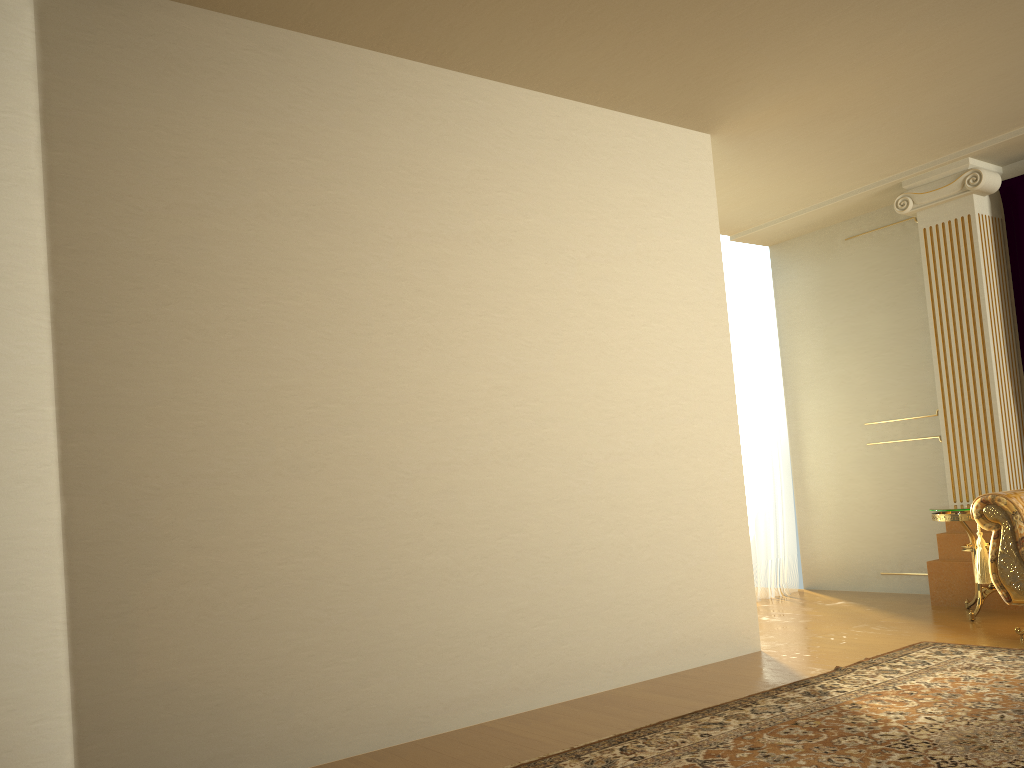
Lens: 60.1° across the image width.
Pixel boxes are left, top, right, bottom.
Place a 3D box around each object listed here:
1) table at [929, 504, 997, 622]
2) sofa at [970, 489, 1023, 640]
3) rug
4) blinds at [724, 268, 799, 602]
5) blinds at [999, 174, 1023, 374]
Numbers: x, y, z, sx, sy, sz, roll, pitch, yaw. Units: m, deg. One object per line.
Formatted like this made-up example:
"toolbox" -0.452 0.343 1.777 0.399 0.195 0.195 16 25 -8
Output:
"table" 2.770 1.024 5.130 0.572 0.640 0.574 -6 -5 9
"sofa" 3.131 0.721 3.923 0.693 0.866 1.906 -1 -7 -36
"rug" 1.467 1.139 2.771 3.076 0.017 2.131 0 -9 -35
"blinds" 1.319 0.364 6.329 2.164 2.494 0.165 -1 -5 -33
"blinds" 3.802 -0.140 4.590 0.339 2.639 2.249 -2 -5 -35
